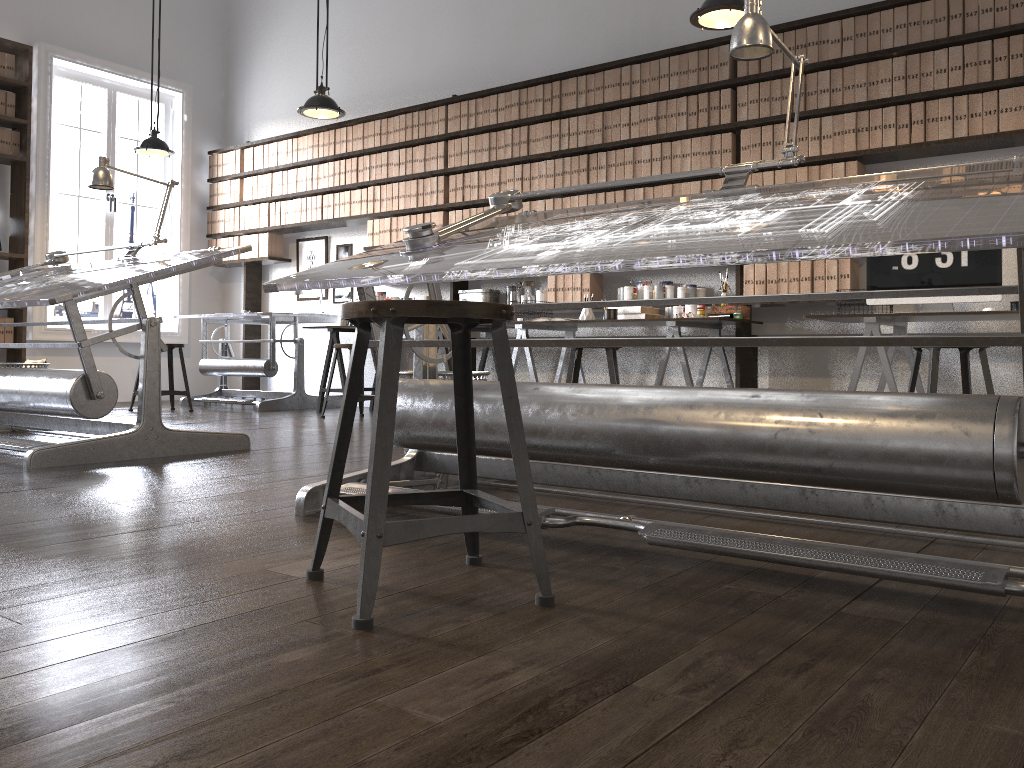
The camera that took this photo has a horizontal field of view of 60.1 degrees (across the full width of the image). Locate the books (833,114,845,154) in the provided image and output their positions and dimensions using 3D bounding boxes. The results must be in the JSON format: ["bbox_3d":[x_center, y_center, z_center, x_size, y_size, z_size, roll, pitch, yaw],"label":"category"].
[{"bbox_3d":[1.923,-1.433,5.146,0.066,0.226,0.174,0,-1,37],"label":"books"}]

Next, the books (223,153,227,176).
[{"bbox_3d":[-2.726,-2.123,8.627,0.066,0.226,0.174,0,-1,37],"label":"books"}]

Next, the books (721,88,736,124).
[{"bbox_3d":[1.377,-1.719,5.560,0.066,0.226,0.174,0,-1,37],"label":"books"}]

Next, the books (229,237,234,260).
[{"bbox_3d":[-2.632,-1.291,8.523,0.066,0.226,0.174,0,-1,37],"label":"books"}]

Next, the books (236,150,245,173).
[{"bbox_3d":[-2.557,-2.118,8.497,0.066,0.226,0.174,0,-1,37],"label":"books"}]

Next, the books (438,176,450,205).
[{"bbox_3d":[-0.501,-1.506,6.953,0.066,0.226,0.174,0,-1,37],"label":"books"}]

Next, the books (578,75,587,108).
[{"bbox_3d":[0.534,-2.021,6.195,0.066,0.226,0.174,0,-1,37],"label":"books"}]

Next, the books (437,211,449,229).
[{"bbox_3d":[-0.506,-1.228,6.939,0.067,0.226,0.174,0,-1,37],"label":"books"}]

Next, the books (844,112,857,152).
[{"bbox_3d":[1.974,-1.432,5.102,0.067,0.226,0.174,0,-1,37],"label":"books"}]

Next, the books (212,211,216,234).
[{"bbox_3d":[-2.857,-1.576,8.707,0.066,0.226,0.174,0,-1,37],"label":"books"}]

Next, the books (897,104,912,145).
[{"bbox_3d":[2.203,-1.425,4.940,0.066,0.226,0.174,0,-1,37],"label":"books"}]

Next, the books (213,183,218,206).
[{"bbox_3d":[-2.840,-1.849,8.696,0.067,0.226,0.174,0,-1,37],"label":"books"}]

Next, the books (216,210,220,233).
[{"bbox_3d":[-2.800,-1.574,8.664,0.066,0.226,0.174,0,-1,37],"label":"books"}]

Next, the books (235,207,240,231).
[{"bbox_3d":[-2.566,-1.567,8.491,0.066,0.226,0.174,0,-1,37],"label":"books"}]

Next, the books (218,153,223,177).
[{"bbox_3d":[-2.784,-2.125,8.666,0.066,0.226,0.174,0,-1,37],"label":"books"}]

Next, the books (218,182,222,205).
[{"bbox_3d":[-2.780,-1.847,8.655,0.066,0.226,0.174,0,-1,37],"label":"books"}]

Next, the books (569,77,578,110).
[{"bbox_3d":[0.474,-2.023,6.236,0.066,0.226,0.174,0,-1,37],"label":"books"}]

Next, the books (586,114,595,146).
[{"bbox_3d":[0.589,-1.742,6.148,0.066,0.226,0.174,0,-1,37],"label":"books"}]

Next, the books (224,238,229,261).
[{"bbox_3d":[-2.690,-1.293,8.566,0.067,0.226,0.174,0,-1,37],"label":"books"}]

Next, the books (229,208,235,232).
[{"bbox_3d":[-2.629,-1.569,8.531,0.067,0.226,0.174,0,-1,37],"label":"books"}]

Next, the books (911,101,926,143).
[{"bbox_3d":[2.260,-1.423,4.890,0.067,0.226,0.174,0,-1,37],"label":"books"}]

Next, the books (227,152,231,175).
[{"bbox_3d":[-2.671,-2.122,8.584,0.066,0.226,0.174,0,-1,37],"label":"books"}]

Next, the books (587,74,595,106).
[{"bbox_3d":[0.592,-2.019,6.157,0.066,0.226,0.174,0,-1,37],"label":"books"}]

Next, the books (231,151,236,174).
[{"bbox_3d":[-2.617,-2.120,8.539,0.067,0.226,0.174,0,-1,37],"label":"books"}]

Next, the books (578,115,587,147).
[{"bbox_3d":[0.537,-1.743,6.184,0.066,0.226,0.174,0,-1,37],"label":"books"}]

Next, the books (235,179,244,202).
[{"bbox_3d":[-2.564,-1.841,8.497,0.066,0.226,0.174,0,-1,37],"label":"books"}]

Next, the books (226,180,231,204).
[{"bbox_3d":[-2.678,-1.844,8.575,0.067,0.226,0.174,0,-1,37],"label":"books"}]

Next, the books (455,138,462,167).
[{"bbox_3d":[-0.362,-1.770,6.856,0.066,0.226,0.174,0,-1,37],"label":"books"}]

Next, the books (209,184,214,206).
[{"bbox_3d":[-2.894,-1.851,8.742,0.066,0.226,0.174,0,-1,37],"label":"books"}]

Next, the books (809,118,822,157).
[{"bbox_3d":[1.813,-1.437,5.223,0.067,0.226,0.174,0,-1,37],"label":"books"}]

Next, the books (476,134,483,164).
[{"bbox_3d":[-0.197,-1.765,6.733,0.066,0.226,0.174,0,-1,37],"label":"books"}]

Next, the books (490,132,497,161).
[{"bbox_3d":[-0.089,-1.762,6.654,0.066,0.226,0.174,0,-1,37],"label":"books"}]

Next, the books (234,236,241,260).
[{"bbox_3d":[-2.572,-1.290,8.482,0.066,0.226,0.174,0,-1,37],"label":"books"}]

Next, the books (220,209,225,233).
[{"bbox_3d":[-2.746,-1.572,8.619,0.066,0.226,0.174,0,-1,37],"label":"books"}]

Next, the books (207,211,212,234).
[{"bbox_3d":[-2.914,-1.577,8.742,0.067,0.226,0.174,0,-1,37],"label":"books"}]

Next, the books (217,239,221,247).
[{"bbox_3d":[-2.789,-1.296,8.648,0.066,0.226,0.174,0,-1,37],"label":"books"}]

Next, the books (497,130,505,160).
[{"bbox_3d":[-0.032,-1.760,6.611,0.066,0.226,0.174,0,-1,37],"label":"books"}]

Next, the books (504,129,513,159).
[{"bbox_3d":[0.022,-1.759,6.566,0.066,0.226,0.174,0,-1,37],"label":"books"}]

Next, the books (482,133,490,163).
[{"bbox_3d":[-0.146,-1.763,6.689,0.067,0.226,0.174,0,-1,37],"label":"books"}]

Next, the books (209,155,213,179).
[{"bbox_3d":[-2.902,-2.128,8.750,0.067,0.226,0.174,0,-1,37],"label":"books"}]

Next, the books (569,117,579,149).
[{"bbox_3d":[0.478,-1.745,6.226,0.067,0.226,0.174,0,-1,37],"label":"books"}]

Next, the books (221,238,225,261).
[{"bbox_3d":[-2.738,-1.295,8.607,0.066,0.226,0.174,0,-1,37],"label":"books"}]

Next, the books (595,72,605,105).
[{"bbox_3d":[0.647,-2.018,6.114,0.066,0.226,0.174,0,-1,37],"label":"books"}]

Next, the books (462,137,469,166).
[{"bbox_3d":[-0.308,-1.768,6.811,0.067,0.226,0.174,0,-1,37],"label":"books"}]

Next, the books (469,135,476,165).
[{"bbox_3d":[-0.248,-1.767,6.769,0.066,0.226,0.174,0,-1,37],"label":"books"}]

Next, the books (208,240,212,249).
[{"bbox_3d":[-2.909,-1.300,8.737,0.066,0.226,0.174,0,-1,37],"label":"books"}]

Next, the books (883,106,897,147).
[{"bbox_3d":[2.143,-1.427,4.978,0.066,0.226,0.174,0,-1,37],"label":"books"}]

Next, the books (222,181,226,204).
[{"bbox_3d":[-2.729,-1.846,8.618,0.066,0.226,0.174,0,-1,37],"label":"books"}]

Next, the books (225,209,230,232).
[{"bbox_3d":[-2.686,-1.571,8.580,0.066,0.226,0.174,0,-1,37],"label":"books"}]

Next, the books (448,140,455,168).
[{"bbox_3d":[-0.417,-1.772,6.899,0.066,0.226,0.174,0,-1,37],"label":"books"}]

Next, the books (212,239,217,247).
[{"bbox_3d":[-2.852,-1.298,8.688,0.067,0.226,0.174,0,-1,37],"label":"books"}]

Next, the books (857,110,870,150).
[{"bbox_3d":[2.032,-1.430,5.066,0.066,0.226,0.174,0,-1,37],"label":"books"}]

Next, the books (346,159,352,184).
[{"bbox_3d":[-1.333,-1.799,7.581,0.066,0.226,0.174,0,-1,37],"label":"books"}]

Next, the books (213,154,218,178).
[{"bbox_3d":[-2.844,-2.127,8.706,0.066,0.226,0.174,0,-1,37],"label":"books"}]

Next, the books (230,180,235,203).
[{"bbox_3d":[-2.621,-1.843,8.539,0.066,0.226,0.174,0,-1,37],"label":"books"}]

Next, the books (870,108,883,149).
[{"bbox_3d":[2.089,-1.429,5.024,0.066,0.226,0.174,0,-1,37],"label":"books"}]

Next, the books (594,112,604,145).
[{"bbox_3d":[0.639,-1.740,6.104,0.067,0.226,0.174,0,-1,37],"label":"books"}]
